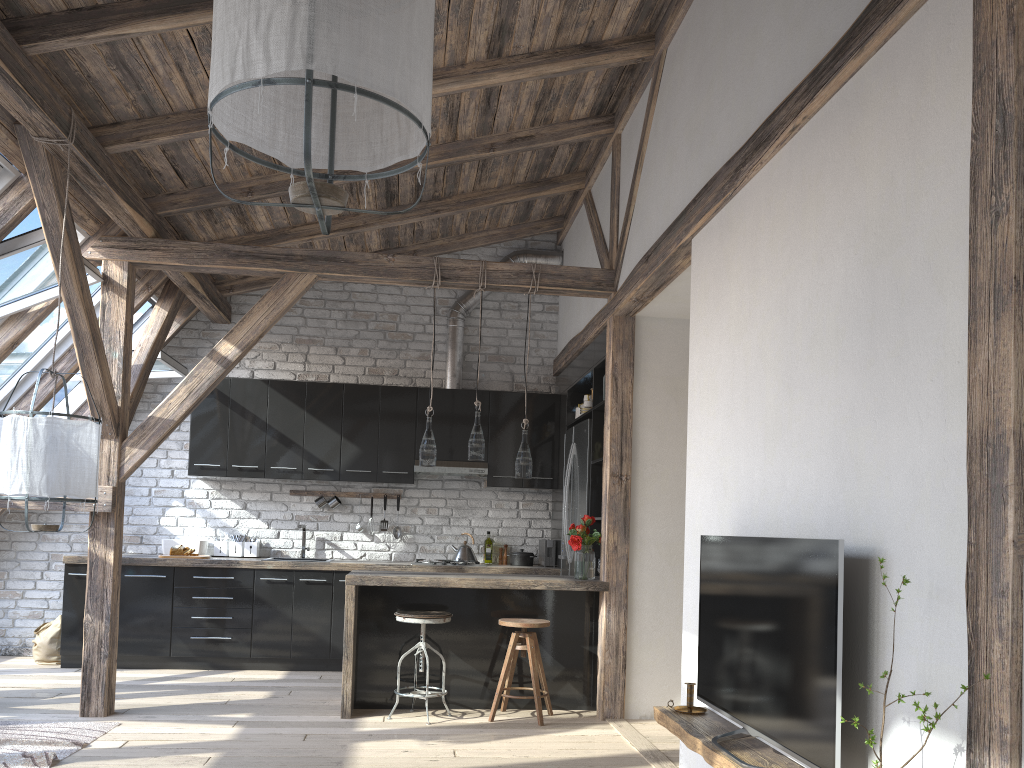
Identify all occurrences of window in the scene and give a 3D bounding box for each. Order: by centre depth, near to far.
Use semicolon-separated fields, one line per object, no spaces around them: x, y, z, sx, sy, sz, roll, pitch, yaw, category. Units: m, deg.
-2.886;-0.565;3.756;1.097;1.266;0.863;2;-5;-7;window
-3.042;-0.420;4.663;1.407;1.266;0.863;3;-5;-7;window
-3.100;-0.270;5.582;1.097;1.266;0.863;2;-5;-7;window
-3.269;-0.125;6.488;1.521;1.266;0.863;3;-5;-7;window

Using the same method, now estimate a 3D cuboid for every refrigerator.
0.797;1.286;6.576;0.852;1.906;0.950;2;-4;-6;refrigerator

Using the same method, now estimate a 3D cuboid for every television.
0.799;0.846;2.841;0.207;0.698;1.115;2;-7;-6;television

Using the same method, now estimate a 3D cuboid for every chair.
-0.545;1.697;5.323;0.354;0.631;0.357;0;-4;27;chair
0.067;1.745;5.383;0.341;0.590;0.344;1;-4;13;chair

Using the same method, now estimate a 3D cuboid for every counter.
-1.433;1.725;6.295;3.814;0.844;2.268;3;-9;-7;counter

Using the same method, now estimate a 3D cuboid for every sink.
-1.715;1.392;7.102;0.526;0.511;0.519;3;-6;-6;sink

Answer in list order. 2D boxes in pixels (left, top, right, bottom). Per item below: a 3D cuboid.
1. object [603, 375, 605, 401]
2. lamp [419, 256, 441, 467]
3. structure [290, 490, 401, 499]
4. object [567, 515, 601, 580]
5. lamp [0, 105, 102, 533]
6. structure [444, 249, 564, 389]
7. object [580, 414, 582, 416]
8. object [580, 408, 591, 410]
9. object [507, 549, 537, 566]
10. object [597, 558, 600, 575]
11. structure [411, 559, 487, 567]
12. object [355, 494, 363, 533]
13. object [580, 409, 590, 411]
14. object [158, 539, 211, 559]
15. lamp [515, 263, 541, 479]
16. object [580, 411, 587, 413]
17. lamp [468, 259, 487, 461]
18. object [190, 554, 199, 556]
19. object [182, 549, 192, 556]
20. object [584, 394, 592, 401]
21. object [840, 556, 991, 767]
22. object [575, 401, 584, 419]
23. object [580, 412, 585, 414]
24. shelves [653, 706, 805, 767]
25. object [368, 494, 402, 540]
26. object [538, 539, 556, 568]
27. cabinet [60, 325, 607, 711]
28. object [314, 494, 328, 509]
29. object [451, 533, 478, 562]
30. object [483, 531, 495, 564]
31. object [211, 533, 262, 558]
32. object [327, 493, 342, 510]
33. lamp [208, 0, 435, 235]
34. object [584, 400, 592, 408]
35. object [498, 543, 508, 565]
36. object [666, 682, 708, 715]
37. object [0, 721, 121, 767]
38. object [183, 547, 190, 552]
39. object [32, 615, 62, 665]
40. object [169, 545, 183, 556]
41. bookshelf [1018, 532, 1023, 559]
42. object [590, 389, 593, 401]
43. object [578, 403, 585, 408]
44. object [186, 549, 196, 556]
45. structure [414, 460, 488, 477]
0.658;0.011;5.745;0.125;0.205;0.126;2;-4;-2;object
-0.500;-0.135;5.440;0.108;1.278;0.226;2;-2;-4;lamp
-1.401;0.931;7.411;0.932;0.045;0.082;3;-8;-7;structure
0.461;1.038;5.608;0.251;0.411;0.314;0;-5;26;object
-1.989;-0.295;3.848;0.400;1.880;0.410;0;-3;35;lamp
-0.071;-0.538;7.571;0.983;1.274;0.171;2;-2;-7;structure
0.568;0.232;6.682;0.095;0.067;0.106;9;-10;-44;object
0.578;0.195;6.533;0.149;0.026;0.150;-5;-11;35;object
0.083;1.467;7.451;0.247;0.139;0.211;3;-7;-8;object
0.657;1.208;5.929;0.134;0.163;0.135;3;-5;-16;object
-0.529;1.469;7.240;0.606;0.031;0.502;3;-9;-6;structure
-1.280;1.089;7.410;0.071;0.323;0.066;2;-3;-7;object
0.578;0.206;6.533;0.149;0.026;0.150;-5;-11;35;object
-2.601;1.313;7.017;0.382;0.132;0.596;5;-9;-18;object
0.098;-0.078;5.509;0.109;1.331;0.227;2;-2;-4;lamp
0.578;0.217;6.532;0.149;0.026;0.150;-5;-11;35;object
-0.211;-0.145;5.482;0.108;1.228;0.241;2;-3;6;lamp
-2.494;1.342;6.911;0.069;0.017;0.078;7;-10;-28;object
-2.533;1.313;6.869;0.072;0.057;0.084;6;-8;-30;object
0.581;0.117;6.528;0.094;0.067;0.107;4;-8;-21;object
0.875;0.928;1.850;0.276;1.111;0.518;3;-4;-20;object
0.584;0.217;6.909;0.186;0.173;0.210;-2;-8;34;object
0.578;0.229;6.532;0.149;0.022;0.150;-2;-10;20;object
0.737;1.416;2.803;0.331;0.445;1.621;2;-9;-6;shelves
-1.067;1.116;7.401;0.282;0.378;0.070;2;-3;-6;object
0.293;1.428;7.428;0.088;0.224;0.355;2;-7;-6;object
-1.213;0.926;6.421;4.216;2.488;2.112;3;-5;-7;cabinet
-1.596;0.980;7.372;0.117;0.138;0.094;2;-5;-5;object
-0.385;1.336;7.210;0.222;0.233;0.224;4;-6;-16;object
-0.191;1.398;7.512;0.089;0.280;0.082;2;-3;-11;object
-2.260;1.329;7.251;0.405;0.199;0.148;3;-5;-5;object
-1.487;0.984;7.377;0.117;0.138;0.094;1;-5;10;object
-0.342;-0.860;1.660;0.407;1.075;0.403;0;-4;35;lamp
0.584;0.162;6.531;0.106;0.067;0.095;1;-7;4;object
-0.075;1.456;7.544;0.080;0.182;0.039;1;-3;6;object
0.711;1.250;3.507;0.140;0.111;0.140;5;-7;-24;object
-3.096;1.559;3.231;2.188;0.056;3.225;3;-9;-6;object
-2.566;1.315;6.918;0.075;0.066;0.079;6;-8;-34;object
-3.613;1.987;6.909;0.393;0.386;0.341;0;-6;19;object
-2.610;1.291;6.839;0.090;0.087;0.087;5;-7;-29;object
0.993;0.679;0.486;0.348;1.162;1.642;2;-7;-6;bookshelf
0.581;0.119;6.301;0.059;0.166;0.059;3;-3;-22;object
0.563;0.186;6.682;0.094;0.067;0.107;-1;-8;21;object
-2.516;1.318;6.892;0.073;0.054;0.083;6;-8;-30;object
-0.516;0.707;7.379;0.600;0.102;0.373;3;-9;-7;structure
